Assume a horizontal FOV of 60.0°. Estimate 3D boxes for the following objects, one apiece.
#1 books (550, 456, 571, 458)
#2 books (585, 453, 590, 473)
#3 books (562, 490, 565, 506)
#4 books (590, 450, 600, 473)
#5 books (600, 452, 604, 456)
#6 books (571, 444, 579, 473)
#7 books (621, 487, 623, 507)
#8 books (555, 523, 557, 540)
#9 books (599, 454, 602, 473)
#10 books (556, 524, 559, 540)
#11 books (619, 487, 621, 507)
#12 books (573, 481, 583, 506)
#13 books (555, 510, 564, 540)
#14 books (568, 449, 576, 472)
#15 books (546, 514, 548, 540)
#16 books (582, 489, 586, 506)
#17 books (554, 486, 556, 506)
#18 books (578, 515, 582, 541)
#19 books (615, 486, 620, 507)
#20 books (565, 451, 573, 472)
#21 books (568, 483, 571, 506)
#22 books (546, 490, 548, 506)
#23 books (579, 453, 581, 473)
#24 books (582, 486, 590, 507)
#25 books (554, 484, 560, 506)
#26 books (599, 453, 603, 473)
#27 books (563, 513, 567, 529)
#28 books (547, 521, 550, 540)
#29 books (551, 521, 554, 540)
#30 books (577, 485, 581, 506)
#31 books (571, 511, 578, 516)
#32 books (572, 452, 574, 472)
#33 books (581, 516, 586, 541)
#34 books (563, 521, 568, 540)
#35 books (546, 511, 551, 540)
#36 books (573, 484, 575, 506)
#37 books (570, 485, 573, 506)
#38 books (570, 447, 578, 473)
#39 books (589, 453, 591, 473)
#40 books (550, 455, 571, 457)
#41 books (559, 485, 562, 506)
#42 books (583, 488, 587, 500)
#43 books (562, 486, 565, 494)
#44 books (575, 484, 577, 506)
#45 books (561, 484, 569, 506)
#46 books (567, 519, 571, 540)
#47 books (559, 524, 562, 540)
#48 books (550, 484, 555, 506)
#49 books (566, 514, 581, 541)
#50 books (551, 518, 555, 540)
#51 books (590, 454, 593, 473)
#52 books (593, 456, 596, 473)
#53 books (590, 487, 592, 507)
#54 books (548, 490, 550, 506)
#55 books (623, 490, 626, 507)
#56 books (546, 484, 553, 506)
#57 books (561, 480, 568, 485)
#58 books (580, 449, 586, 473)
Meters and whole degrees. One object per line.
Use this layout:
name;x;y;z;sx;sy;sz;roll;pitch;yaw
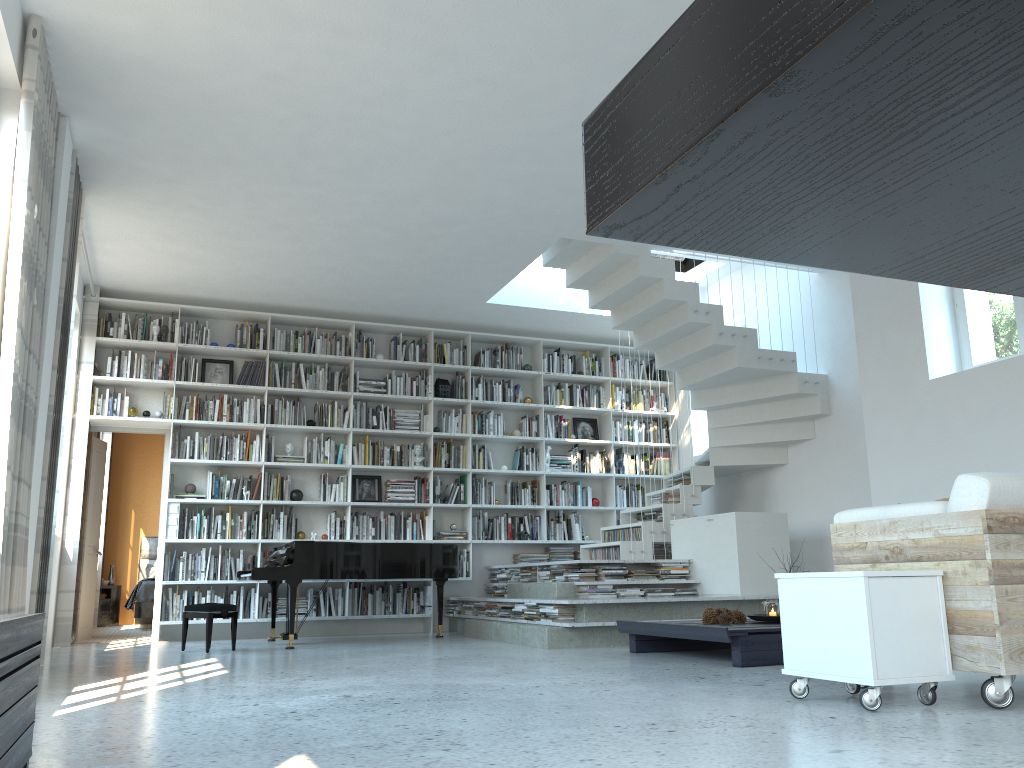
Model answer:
books;0.494;0.819;9.864;0.285;0.012;0.160;5;-14;-23
books;0.823;0.907;9.974;0.031;0.241;0.147;4;-13;-21
books;0.529;1.271;9.761;0.027;0.181;0.186;4;-13;-21
books;0.931;0.897;10.004;0.021;0.270;0.192;4;-13;-21
books;1.049;0.907;10.085;0.029;0.283;0.139;4;-13;-21
books;0.705;0.847;9.919;0.010;0.338;0.180;4;-13;-21
books;1.212;1.293;10.045;0.022;0.241;0.151;4;-13;-21
books;0.447;1.612;9.673;0.025;0.209;0.137;4;-13;-21
books;0.960;0.916;10.014;0.041;0.238;0.177;4;-13;-21
books;0.473;1.625;9.682;0.030;0.187;0.140;4;-13;-21
books;1.185;1.294;10.033;0.037;0.235;0.153;4;-13;-21
books;0.728;1.232;9.850;0.026;0.289;0.181;4;-13;-21
books;0.519;1.555;9.704;0.014;0.332;0.169;4;-13;-21
books;0.675;0.878;9.930;0.012;0.284;0.160;4;-13;-21
books;0.351;1.567;9.643;0.015;0.286;0.138;4;-13;-21
books;0.763;1.279;9.857;0.030;0.200;0.190;4;-13;-21
books;0.446;1.245;9.735;0.011;0.222;0.163;4;-13;-21
books;0.721;1.591;9.774;0.025;0.286;0.160;4;-13;-21
books;1.160;1.282;10.016;0.024;0.251;0.176;4;-13;-21
books;0.639;0.888;9.902;0.012;0.253;0.161;4;-13;-21
books;0.599;1.234;9.788;0.012;0.261;0.186;4;-13;-21
books;0.349;1.257;9.700;0.023;0.186;0.160;4;-13;-21
books;0.722;0.900;9.923;0.030;0.236;0.179;4;-13;-21
books;0.820;1.267;9.890;0.025;0.235;0.181;4;-13;-21
books;0.472;1.234;9.742;0.045;0.245;0.186;4;-13;-21
books;0.984;0.913;10.041;0.024;0.254;0.145;4;-13;-21
books;0.570;1.578;9.744;0.010;0.303;0.132;4;-13;-21
books;0.370;1.607;9.655;0.033;0.213;0.140;4;-13;-21
books;0.412;1.607;9.659;0.023;0.214;0.164;4;-13;-21
books;0.707;1.252;9.833;0.023;0.243;0.190;4;-13;-21
books;0.695;1.575;9.791;0.012;0.325;0.136;4;-13;-21
books;0.648;0.896;9.923;0.023;0.246;0.138;4;-13;-21
books;0.758;1.602;9.797;0.062;0.273;0.148;4;-13;-21
books;0.551;1.613;9.704;0.052;0.216;0.185;4;-13;-21
books;0.390;1.553;9.674;0.013;0.326;0.131;4;-13;-21
books;0.655;1.246;9.812;0.014;0.248;0.177;4;-13;-21
books;0.629;1.250;9.823;0.026;0.246;0.166;4;-13;-21
books;0.695;0.866;9.912;0.011;0.299;0.184;4;-13;-21
books;0.845;0.909;10.002;0.031;0.249;0.133;4;-13;-21
books;0.494;0.808;9.866;0.285;0.012;0.160;4;-13;-19
books;0.499;1.243;9.768;0.026;0.238;0.177;4;-13;-21
books;0.788;1.276;9.885;0.037;0.218;0.139;4;-13;-21
books;0.543;1.251;9.782;0.012;0.229;0.179;4;-13;-21
books;0.681;1.251;9.850;0.012;0.253;0.161;4;-13;-21
books;0.570;1.235;9.771;0.028;0.254;0.191;4;-13;-21
books;0.597;1.607;9.728;0.031;0.239;0.172;4;-13;-21
books;0.501;1.626;9.685;0.024;0.184;0.149;4;-13;-21
books;0.425;1.235;9.743;0.024;0.246;0.143;4;-13;-21
books;0.661;1.576;9.714;0.075;0.290;0.255;4;-13;-21
books;0.433;1.592;9.659;0.015;0.243;0.157;4;-13;-21
books;0.874;0.918;10.010;0.028;0.234;0.129;4;-13;-21
books;0.901;0.929;10.011;0.025;0.212;0.155;4;-13;-21
books;0.843;1.275;9.900;0.027;0.223;0.170;4;-13;-21
books;0.371;1.260;9.706;0.022;0.183;0.163;4;-13;-21
books;1.238;1.313;10.045;0.029;0.201;0.173;4;-13;-21
books;0.396;1.231;9.719;0.047;0.243;0.177;4;-13;-21
books;0.581;1.219;9.803;0.013;0.298;0.147;4;-13;-21
books;0.773;0.883;9.952;0.059;0.281;0.167;4;-13;-21
